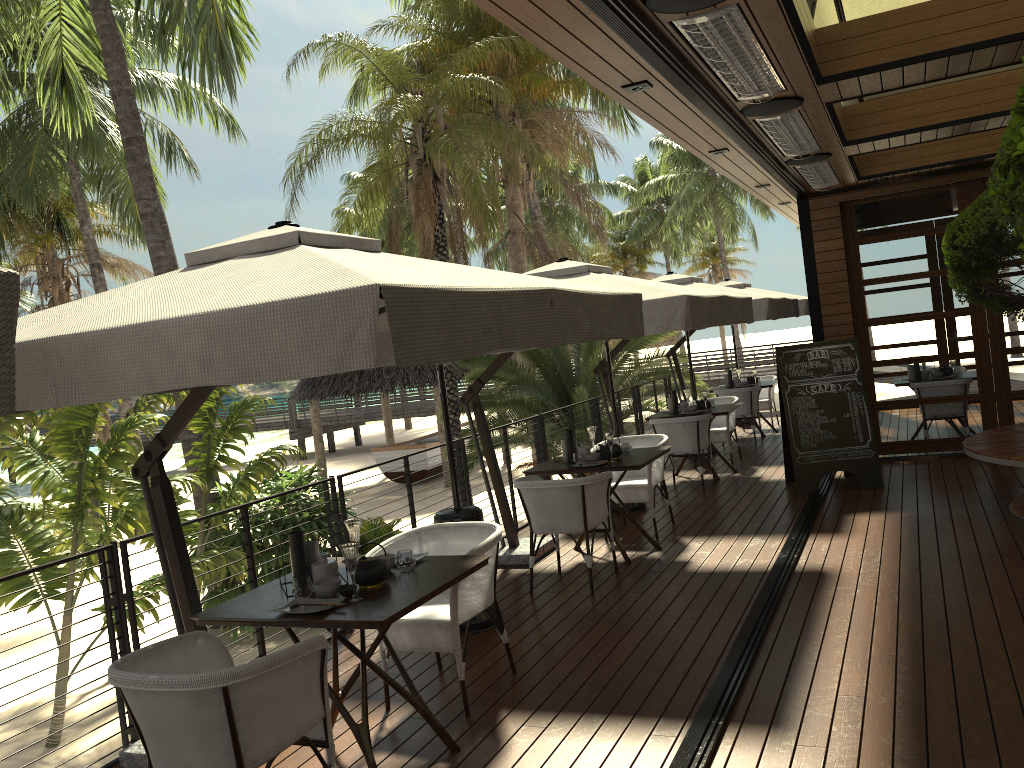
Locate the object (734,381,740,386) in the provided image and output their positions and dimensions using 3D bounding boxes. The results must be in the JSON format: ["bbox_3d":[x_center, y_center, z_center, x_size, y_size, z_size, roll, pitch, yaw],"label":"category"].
[{"bbox_3d":[3.276,-0.003,12.927,0.086,0.086,0.087,-6,2,29],"label":"object"}]

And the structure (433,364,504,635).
[{"bbox_3d":[-0.385,0.410,5.522,0.699,2.191,0.700,-7,1,12],"label":"structure"}]

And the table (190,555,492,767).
[{"bbox_3d":[-0.654,1.235,3.833,0.931,0.749,0.933,-6,2,24],"label":"table"}]

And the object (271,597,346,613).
[{"bbox_3d":[-0.777,0.873,3.486,0.294,0.025,0.170,-6,2,24],"label":"object"}]

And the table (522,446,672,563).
[{"bbox_3d":[0.727,0.952,6.917,0.931,0.749,0.933,-6,2,24],"label":"table"}]

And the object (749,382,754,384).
[{"bbox_3d":[3.476,-0.002,12.861,0.080,0.042,0.080,-7,2,-7],"label":"object"}]

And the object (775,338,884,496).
[{"bbox_3d":[3.014,0.289,8.559,0.768,1.396,0.772,-7,1,9],"label":"object"}]

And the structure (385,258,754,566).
[{"bbox_3d":[0.542,0.182,6.892,2.411,2.332,2.417,-6,2,24],"label":"structure"}]

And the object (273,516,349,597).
[{"bbox_3d":[-0.886,0.752,3.894,0.264,0.264,0.263,-8,2,-21],"label":"object"}]

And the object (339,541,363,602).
[{"bbox_3d":[-0.637,0.750,3.539,0.082,0.227,0.082,-6,1,25],"label":"object"}]

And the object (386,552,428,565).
[{"bbox_3d":[-0.556,0.822,4.147,0.294,0.025,0.170,-6,2,24],"label":"object"}]

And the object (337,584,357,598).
[{"bbox_3d":[-0.668,0.847,3.609,0.080,0.042,0.080,-7,2,-14],"label":"object"}]

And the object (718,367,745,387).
[{"bbox_3d":[3.258,-0.098,13.146,0.264,0.264,0.263,-8,2,-21],"label":"object"}]

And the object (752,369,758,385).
[{"bbox_3d":[3.507,-0.100,12.791,0.082,0.227,0.082,-6,1,25],"label":"object"}]

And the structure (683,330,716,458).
[{"bbox_3d":[2.359,-0.152,11.650,0.699,2.191,0.700,-7,1,12],"label":"structure"}]

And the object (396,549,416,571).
[{"bbox_3d":[-0.473,0.788,3.953,0.086,0.086,0.087,-6,2,29],"label":"object"}]

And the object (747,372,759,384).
[{"bbox_3d":[3.533,-0.085,13.024,0.168,0.179,0.163,-6,2,23],"label":"object"}]

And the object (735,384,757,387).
[{"bbox_3d":[3.367,0.024,12.738,0.294,0.025,0.170,-6,2,24],"label":"object"}]

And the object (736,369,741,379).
[{"bbox_3d":[3.424,-0.110,13.342,0.082,0.227,0.082,-6,1,25],"label":"object"}]

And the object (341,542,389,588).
[{"bbox_3d":[-0.610,0.765,3.768,0.163,0.179,0.168,-6,2,26],"label":"object"}]

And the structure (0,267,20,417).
[{"bbox_3d":[-2.213,0.747,0.742,2.411,2.332,2.417,-6,2,24],"label":"structure"}]

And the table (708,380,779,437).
[{"bbox_3d":[3.490,0.386,13.085,0.931,0.749,0.933,-6,2,24],"label":"table"}]

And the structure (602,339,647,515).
[{"bbox_3d":[0.973,0.132,8.555,0.699,2.191,0.700,-7,1,12],"label":"structure"}]

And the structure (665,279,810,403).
[{"bbox_3d":[3.297,-0.383,13.042,2.411,2.332,2.417,-6,2,24],"label":"structure"}]

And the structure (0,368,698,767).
[{"bbox_3d":[-2.146,1.392,3.397,0.163,1.153,26.300,-6,2,24],"label":"structure"}]

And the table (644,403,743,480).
[{"bbox_3d":[2.109,0.669,10.001,0.931,0.749,0.933,-6,2,24],"label":"table"}]

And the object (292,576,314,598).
[{"bbox_3d":[-0.868,0.846,3.675,0.086,0.086,0.087,-6,2,29],"label":"object"}]

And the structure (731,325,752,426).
[{"bbox_3d":[3.708,-0.428,14.661,0.699,2.191,0.700,-7,1,12],"label":"structure"}]

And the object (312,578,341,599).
[{"bbox_3d":[-0.759,0.845,3.648,0.116,0.065,0.116,-6,2,23],"label":"object"}]

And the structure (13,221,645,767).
[{"bbox_3d":[-0.835,0.464,3.817,2.411,2.332,2.417,-6,2,24],"label":"structure"}]

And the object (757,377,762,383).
[{"bbox_3d":[3.671,-0.061,13.205,0.086,0.086,0.087,-6,2,29],"label":"object"}]

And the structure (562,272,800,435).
[{"bbox_3d":[1.919,-0.100,9.967,2.411,2.332,2.417,-6,2,24],"label":"structure"}]
